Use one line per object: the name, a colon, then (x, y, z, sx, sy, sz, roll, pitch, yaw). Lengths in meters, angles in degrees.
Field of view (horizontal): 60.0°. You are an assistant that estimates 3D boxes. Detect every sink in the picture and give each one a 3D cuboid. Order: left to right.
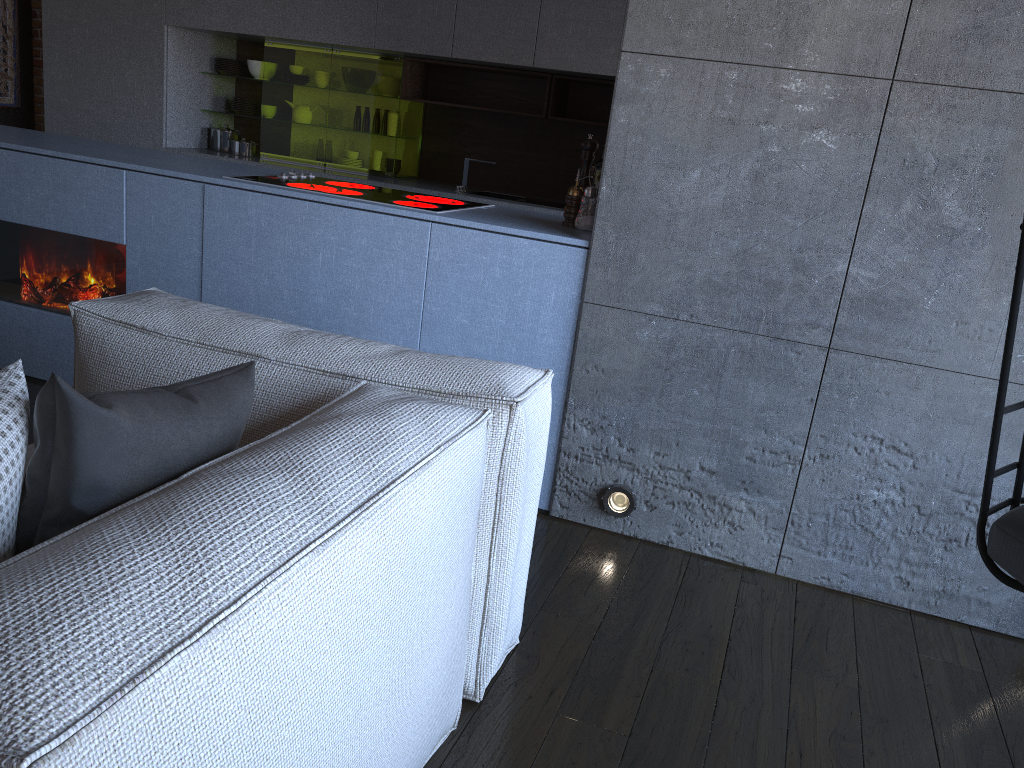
sink: (0.092, -1.113, 5.162, 0.827, 0.287, 0.381, 12, 17, 16)

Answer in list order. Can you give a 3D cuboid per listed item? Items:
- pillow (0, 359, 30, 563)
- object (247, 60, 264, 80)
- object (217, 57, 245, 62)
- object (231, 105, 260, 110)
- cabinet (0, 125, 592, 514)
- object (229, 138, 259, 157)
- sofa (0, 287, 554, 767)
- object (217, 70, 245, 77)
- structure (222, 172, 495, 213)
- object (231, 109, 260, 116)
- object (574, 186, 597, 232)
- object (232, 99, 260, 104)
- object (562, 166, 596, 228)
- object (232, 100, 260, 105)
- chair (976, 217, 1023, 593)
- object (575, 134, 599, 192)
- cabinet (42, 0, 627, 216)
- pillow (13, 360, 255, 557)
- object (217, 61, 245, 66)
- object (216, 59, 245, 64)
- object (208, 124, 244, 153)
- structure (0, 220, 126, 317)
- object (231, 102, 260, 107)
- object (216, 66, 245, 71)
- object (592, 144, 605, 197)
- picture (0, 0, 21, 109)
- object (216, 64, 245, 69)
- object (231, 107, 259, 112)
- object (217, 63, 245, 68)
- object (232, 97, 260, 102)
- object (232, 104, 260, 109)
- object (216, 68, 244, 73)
pillow: (-0.696, 0.213, 0.978, 0.250, 0.403, 0.542, 7, 16, -1)
object: (-1.617, -2.025, 5.739, 0.191, 0.113, 0.191, 15, 18, 24)
object: (-1.834, -2.104, 5.787, 0.180, 0.027, 0.180, 3, 17, -14)
object: (-1.752, -1.807, 5.835, 0.180, 0.027, 0.180, 3, 17, -14)
cabinet: (-1.119, -0.370, 3.279, 2.959, 0.845, 0.606, 12, 17, 16)
object: (-1.729, -1.526, 5.715, 0.159, 0.117, 0.171, -2, 19, -30)
sofa: (-1.853, 0.229, 1.262, 3.299, 0.699, 2.532, 12, 17, 16)
object: (-1.843, -2.033, 5.809, 0.180, 0.027, 0.180, 3, 17, -14)
structure: (-0.500, -0.640, 3.001, 0.763, 0.057, 0.503, 12, 17, 16)
object: (-1.755, -1.787, 5.841, 0.180, 0.027, 0.180, 3, 17, -14)
object: (0.233, -0.536, 2.708, 0.069, 0.135, 0.069, 7, 17, -3)
object: (-1.747, -1.848, 5.822, 0.180, 0.027, 0.180, 3, 17, -14)
object: (0.203, -0.582, 2.748, 0.058, 0.192, 0.080, -3, 19, -31)
object: (-1.748, -1.838, 5.825, 0.180, 0.027, 0.180, 3, 17, -14)
chair: (1.093, -0.632, 0.898, 0.682, 2.224, 0.800, -1, 19, -27)
object: (0.229, -0.649, 2.824, 0.061, 0.283, 0.060, 17, 19, 29)
cabinet: (-0.959, -1.514, 5.494, 4.172, 1.811, 0.712, 12, 17, 16)
pillow: (-0.562, 0.129, 1.277, 0.238, 0.418, 0.538, 9, 17, 6)
object: (-1.837, -2.084, 5.793, 0.180, 0.027, 0.180, 3, 17, -14)
object: (-1.835, -2.094, 5.790, 0.180, 0.027, 0.180, 3, 17, -14)
object: (-1.889, -1.621, 5.852, 0.193, 0.178, 0.208, -2, 19, -30)
structure: (-1.682, -0.430, 3.331, 0.943, 0.395, 0.331, 12, 17, 16)
object: (-1.750, -1.827, 5.828, 0.180, 0.027, 0.180, 3, 17, -14)
object: (-1.841, -2.053, 5.803, 0.180, 0.027, 0.180, 3, 17, -14)
object: (0.545, -1.228, 5.259, 0.109, 0.370, 0.095, 13, 17, 16)
picture: (-3.651, -2.624, 5.934, 0.067, 1.473, 0.779, 13, 17, 16)
object: (-1.839, -2.064, 5.799, 0.180, 0.027, 0.180, 3, 17, -14)
object: (-1.754, -1.797, 5.838, 0.180, 0.027, 0.180, 3, 17, -14)
object: (-1.838, -2.074, 5.796, 0.180, 0.027, 0.180, 3, 17, -14)
object: (-1.746, -1.857, 5.819, 0.180, 0.027, 0.180, 3, 17, -14)
object: (-1.751, -1.817, 5.831, 0.180, 0.027, 0.180, 3, 17, -14)
object: (-1.842, -2.043, 5.806, 0.180, 0.027, 0.180, 3, 17, -14)
